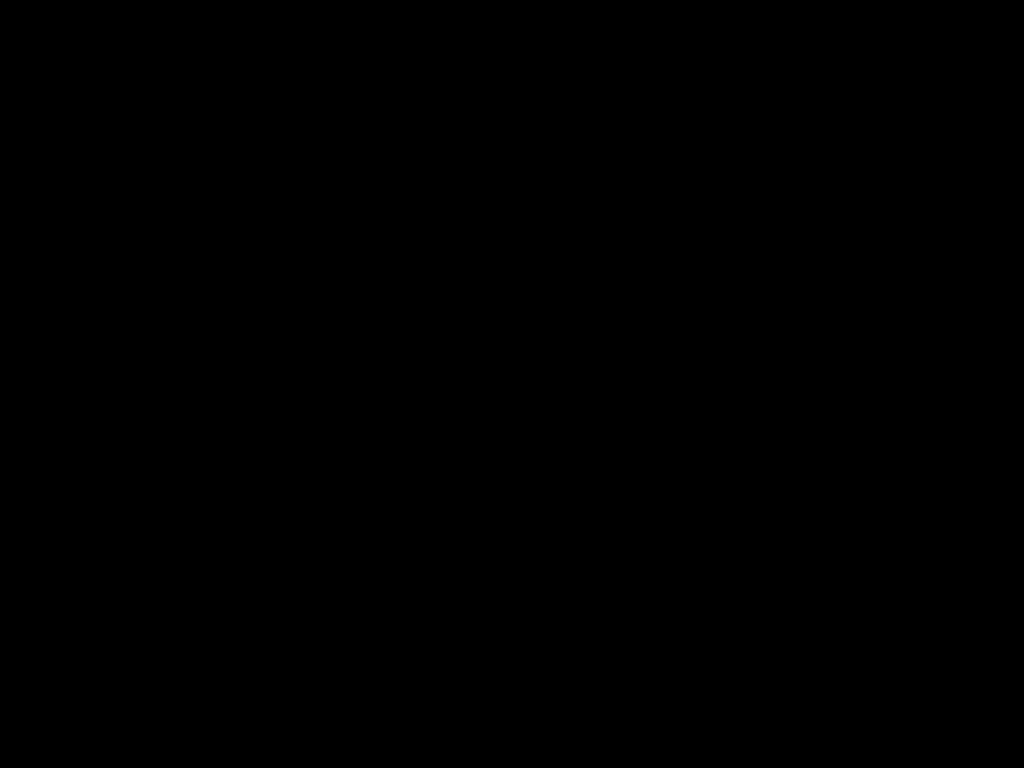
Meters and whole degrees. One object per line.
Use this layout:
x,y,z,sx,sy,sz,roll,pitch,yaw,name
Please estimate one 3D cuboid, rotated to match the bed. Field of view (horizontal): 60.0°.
0.715,-0.187,0.430,2.087,0.994,3.009,2,-17,2,bed
